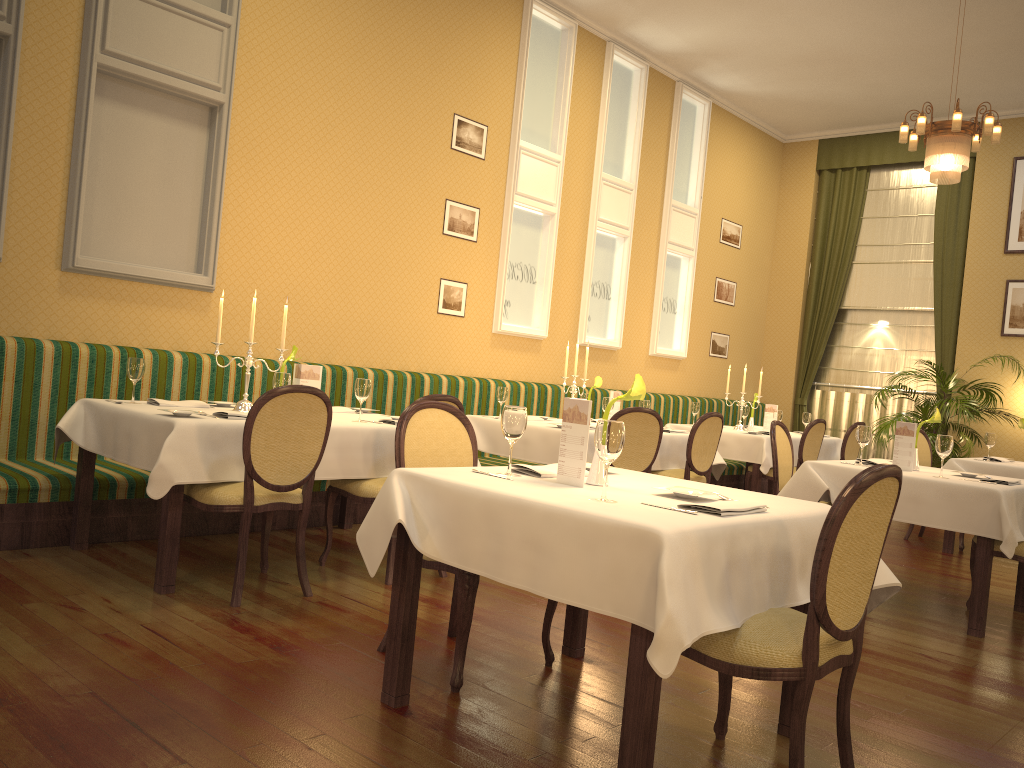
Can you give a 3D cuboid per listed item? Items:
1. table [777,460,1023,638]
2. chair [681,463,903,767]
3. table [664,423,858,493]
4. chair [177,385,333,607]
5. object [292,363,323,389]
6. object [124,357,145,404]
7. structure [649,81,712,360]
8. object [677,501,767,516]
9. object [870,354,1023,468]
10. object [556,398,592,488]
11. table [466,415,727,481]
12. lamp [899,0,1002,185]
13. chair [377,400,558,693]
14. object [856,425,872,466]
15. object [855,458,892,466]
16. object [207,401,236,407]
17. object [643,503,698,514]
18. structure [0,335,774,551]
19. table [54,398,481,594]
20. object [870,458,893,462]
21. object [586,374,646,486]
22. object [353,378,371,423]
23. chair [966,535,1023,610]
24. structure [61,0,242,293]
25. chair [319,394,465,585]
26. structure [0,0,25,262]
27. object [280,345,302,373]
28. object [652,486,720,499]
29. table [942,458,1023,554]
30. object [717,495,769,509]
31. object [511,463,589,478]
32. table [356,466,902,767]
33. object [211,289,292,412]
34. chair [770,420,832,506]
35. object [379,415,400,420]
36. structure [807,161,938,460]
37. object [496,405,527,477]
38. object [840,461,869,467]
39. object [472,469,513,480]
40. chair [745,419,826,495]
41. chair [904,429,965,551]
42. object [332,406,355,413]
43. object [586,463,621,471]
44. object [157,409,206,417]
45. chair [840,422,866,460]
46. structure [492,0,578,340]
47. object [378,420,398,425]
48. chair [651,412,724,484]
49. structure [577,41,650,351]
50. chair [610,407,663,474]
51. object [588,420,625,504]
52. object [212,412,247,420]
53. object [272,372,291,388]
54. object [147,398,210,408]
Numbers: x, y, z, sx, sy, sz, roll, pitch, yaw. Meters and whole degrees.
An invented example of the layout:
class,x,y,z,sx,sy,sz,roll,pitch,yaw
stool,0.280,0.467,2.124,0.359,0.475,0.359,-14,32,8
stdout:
class,x,y,z,sx,sy,sz,roll,pitch,yaw
table,2.390,0.885,5.110,1.389,0.759,1.395,6,1,44
chair,0.720,0.659,2.468,0.571,0.955,0.530,6,1,42
table,2.432,0.844,8.735,1.385,0.759,2.152,6,1,43
chair,-1.160,0.457,4.003,0.571,0.955,0.530,6,1,42
object,-1.120,0.033,4.746,0.166,0.277,0.081,6,1,14
object,-1.894,-0.016,4.453,0.088,0.229,0.088,6,1,0
structure,1.844,-1.781,9.886,0.200,2.985,0.670,6,1,42
object,0.613,0.356,2.577,0.142,0.024,0.273,6,1,42
object,4.593,0.529,9.456,1.496,1.807,1.552,6,1,23
object,0.196,0.185,2.861,0.081,0.277,0.166,6,1,-1
table,0.617,0.692,6.742,1.385,0.759,2.152,6,1,43
lamp,3.069,-2.290,6.100,0.593,1.796,0.593,6,1,40
chair,-0.158,0.563,3.343,0.571,0.955,0.530,6,1,42
object,2.044,0.358,5.172,0.088,0.229,0.088,5,1,-6
object,2.181,0.471,5.317,0.142,0.033,0.273,6,1,42
object,-1.580,0.113,4.858,0.160,0.024,0.160,6,1,42
object,0.437,0.345,2.482,0.185,0.010,0.017,6,1,42
structure,-1.441,0.371,5.950,0.850,1.031,14.516,6,1,42
table,-1.201,0.540,4.746,1.385,0.759,2.152,6,1,43
object,2.340,0.486,5.537,0.160,0.024,0.160,6,1,42
object,0.338,0.147,2.883,0.163,0.375,0.076,6,1,19
object,-0.799,0.087,4.707,0.088,0.229,0.088,6,1,0
chair,2.785,0.832,4.734,0.571,0.955,0.530,6,1,22
structure,-2.155,-2.174,5.487,0.200,3.103,0.956,6,1,42
chair,-0.597,0.504,4.619,0.571,0.955,0.530,6,1,42
structure,-3.010,-2.246,4.548,0.200,3.103,0.956,6,1,42
object,-1.248,-0.032,4.894,0.076,0.375,0.163,6,1,24
object,0.546,0.346,2.782,0.160,0.024,0.160,6,1,42
table,4.204,1.037,7.102,1.389,0.759,1.395,6,1,44
object,0.720,0.367,2.774,0.181,0.015,0.038,6,1,44
object,0.137,0.300,3.073,0.142,0.033,0.273,6,1,42
table,0.346,0.714,2.866,1.389,0.759,1.395,6,1,44
object,-1.375,-0.178,4.651,0.390,0.655,0.131,5,1,-28
chair,1.890,0.734,5.596,0.571,0.955,0.530,6,1,32
object,-0.649,0.201,5.069,0.160,0.024,0.160,6,1,42
structure,4.480,-0.866,10.741,1.942,4.511,0.123,6,1,42
object,0.000,0.187,2.927,0.088,0.229,0.088,6,1,0
object,1.984,0.463,5.106,0.185,0.010,0.017,6,1,44
object,-0.061,0.292,2.862,0.185,0.010,0.017,6,1,44
chair,2.472,0.761,7.992,0.571,0.955,0.530,6,1,42
chair,3.700,0.886,7.580,0.571,0.955,0.530,6,1,42
object,-1.095,0.152,5.319,0.142,0.033,0.273,6,1,42
object,0.295,0.315,3.292,0.160,0.024,0.160,6,1,42
object,-1.476,0.134,3.965,0.160,0.024,0.160,6,1,42
chair,3.063,0.811,8.591,0.571,0.955,0.530,6,1,42
structure,0.187,-1.920,8.066,0.200,2.985,0.687,6,1,42
object,-0.581,0.211,4.864,0.142,0.024,0.273,6,1,42
chair,1.226,0.657,6.620,0.571,0.955,0.530,6,1,42
structure,0.991,-1.852,8.949,0.200,2.985,0.661,6,1,42
chair,0.682,0.611,6.016,0.530,0.955,0.571,5,1,-23
object,0.271,0.219,2.518,0.088,0.229,0.088,6,1,0
object,-1.257,0.150,4.198,0.142,0.033,0.273,6,1,42
object,-1.136,0.059,4.352,0.088,0.229,0.088,6,1,0
object,-1.720,0.100,4.578,0.142,0.033,0.273,6,1,42
